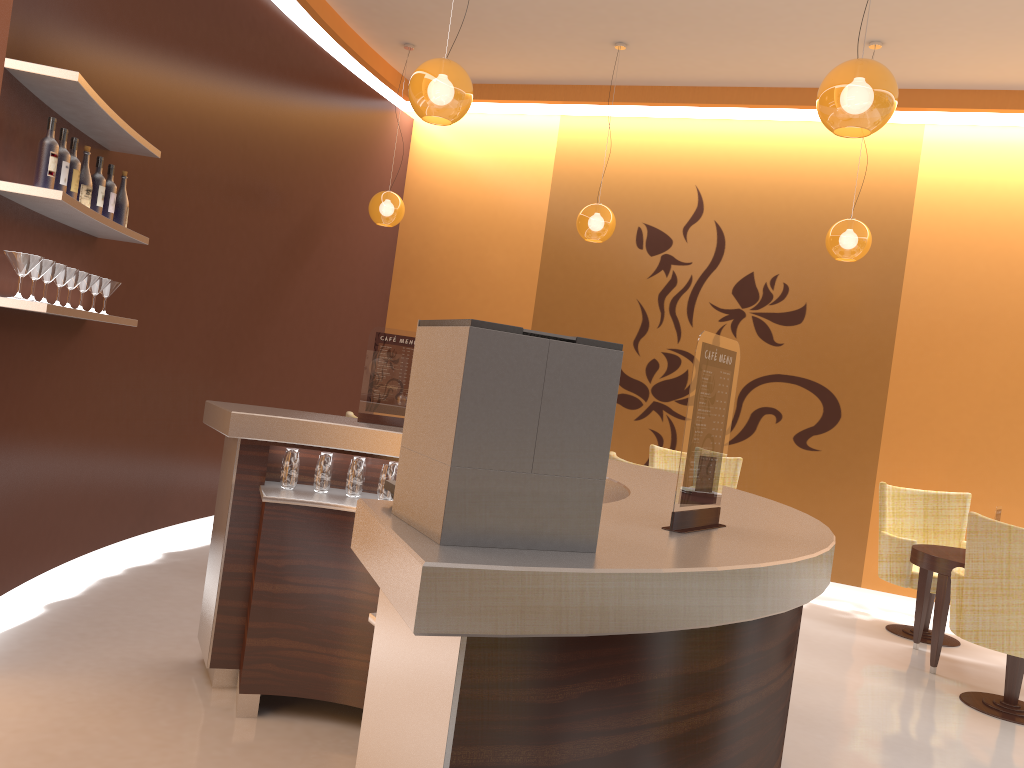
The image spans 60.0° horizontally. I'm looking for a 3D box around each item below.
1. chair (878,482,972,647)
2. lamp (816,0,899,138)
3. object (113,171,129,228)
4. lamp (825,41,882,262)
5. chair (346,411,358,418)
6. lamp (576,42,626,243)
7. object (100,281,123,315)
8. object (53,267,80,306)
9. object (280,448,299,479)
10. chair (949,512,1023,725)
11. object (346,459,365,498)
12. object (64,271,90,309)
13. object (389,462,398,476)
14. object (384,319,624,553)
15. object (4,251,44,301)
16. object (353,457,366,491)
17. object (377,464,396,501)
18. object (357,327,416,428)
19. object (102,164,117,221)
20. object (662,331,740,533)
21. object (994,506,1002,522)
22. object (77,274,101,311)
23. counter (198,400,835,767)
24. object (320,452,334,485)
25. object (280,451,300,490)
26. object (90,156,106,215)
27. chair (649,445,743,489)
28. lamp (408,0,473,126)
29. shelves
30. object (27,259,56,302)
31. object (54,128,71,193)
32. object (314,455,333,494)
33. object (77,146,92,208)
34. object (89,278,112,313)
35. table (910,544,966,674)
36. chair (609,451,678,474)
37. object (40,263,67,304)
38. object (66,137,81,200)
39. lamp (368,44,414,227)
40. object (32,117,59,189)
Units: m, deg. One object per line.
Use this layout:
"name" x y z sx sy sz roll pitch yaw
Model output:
"chair" 2.920 1.247 6.220 0.729 1.017 0.685 8 0 -12
"lamp" 1.429 -1.722 3.457 0.299 1.500 0.299 8 0 -2
"object" -1.952 -0.910 4.423 0.086 0.303 0.086 8 0 35
"lamp" 2.392 -1.593 6.083 0.299 1.500 0.299 8 0 -44
"chair" -0.786 0.737 5.936 0.729 1.017 0.685 8 0 17
"lamp" 0.720 -1.824 6.708 0.299 1.500 0.299 8 0 -27
"object" -2.028 -0.428 4.424 0.137 0.174 0.137 8 0 -5
"object" -1.947 -0.416 3.817 0.137 0.174 0.137 8 0 -5
"object" -0.897 0.336 3.582 0.067 0.148 0.067 8 0 19
"chair" 2.690 1.217 4.637 0.729 1.017 0.685 8 0 17
"object" -0.618 0.374 3.499 0.067 0.148 0.067 8 0 28
"object" -1.973 -0.420 3.961 0.137 0.174 0.137 8 0 -5
"object" -0.484 0.392 3.603 0.067 0.148 0.067 8 0 38
"object" -0.040 0.077 1.543 0.270 0.340 0.373 8 0 -25
"object" -1.860 -0.405 3.361 0.137 0.174 0.137 8 0 -15
"object" -0.630 0.372 3.612 0.067 0.148 0.067 8 0 -3
"object" -0.492 0.391 3.490 0.067 0.148 0.067 8 0 7
"object" -0.507 -0.028 3.807 0.258 0.414 0.052 8 0 -11
"object" -1.936 -0.903 4.247 0.073 0.297 0.073 8 0 -32
"object" 0.421 0.102 1.901 0.052 0.414 0.258 8 0 34
"object" 2.947 0.911 5.403 0.042 0.335 0.209 8 0 38
"object" -1.993 -0.423 4.114 0.137 0.174 0.137 8 0 -5
"counter" -0.081 0.796 2.835 1.586 1.100 2.917 8 0 -25
"object" -0.762 0.354 3.610 0.067 0.148 0.067 8 0 25
"object" -0.868 0.340 3.472 0.067 0.148 0.067 8 0 -44
"object" -1.917 -0.900 4.090 0.073 0.297 0.073 8 0 -32
"chair" 1.376 1.033 6.923 0.729 1.017 0.685 8 0 8
"lamp" -0.244 -1.954 4.082 0.299 1.500 0.299 8 0 38
"shelves" -1.249 -0.652 2.290 0.586 0.902 4.744 8 0 -22
"object" -1.892 -0.410 3.513 0.137 0.174 0.137 8 0 -15
"object" -1.834 -0.888 3.595 0.073 0.297 0.073 8 0 -32
"object" -0.744 0.357 3.498 0.067 0.148 0.067 8 0 25
"object" -1.902 -0.903 3.931 0.086 0.303 0.086 8 0 4
"object" -2.010 -0.425 4.270 0.137 0.174 0.137 8 0 -45
"table" 2.869 1.412 5.407 0.872 0.679 0.874 8 0 -33
"chair" 0.904 0.970 5.396 0.729 1.017 0.685 8 0 37
"object" -1.924 -0.414 3.665 0.137 0.174 0.137 8 0 -5
"object" -1.866 -0.892 3.748 0.073 0.297 0.073 8 0 18
"lamp" -0.952 -2.055 7.333 0.299 1.500 0.299 8 0 20
"object" -1.796 -0.882 3.428 0.073 0.297 0.073 8 0 -32
